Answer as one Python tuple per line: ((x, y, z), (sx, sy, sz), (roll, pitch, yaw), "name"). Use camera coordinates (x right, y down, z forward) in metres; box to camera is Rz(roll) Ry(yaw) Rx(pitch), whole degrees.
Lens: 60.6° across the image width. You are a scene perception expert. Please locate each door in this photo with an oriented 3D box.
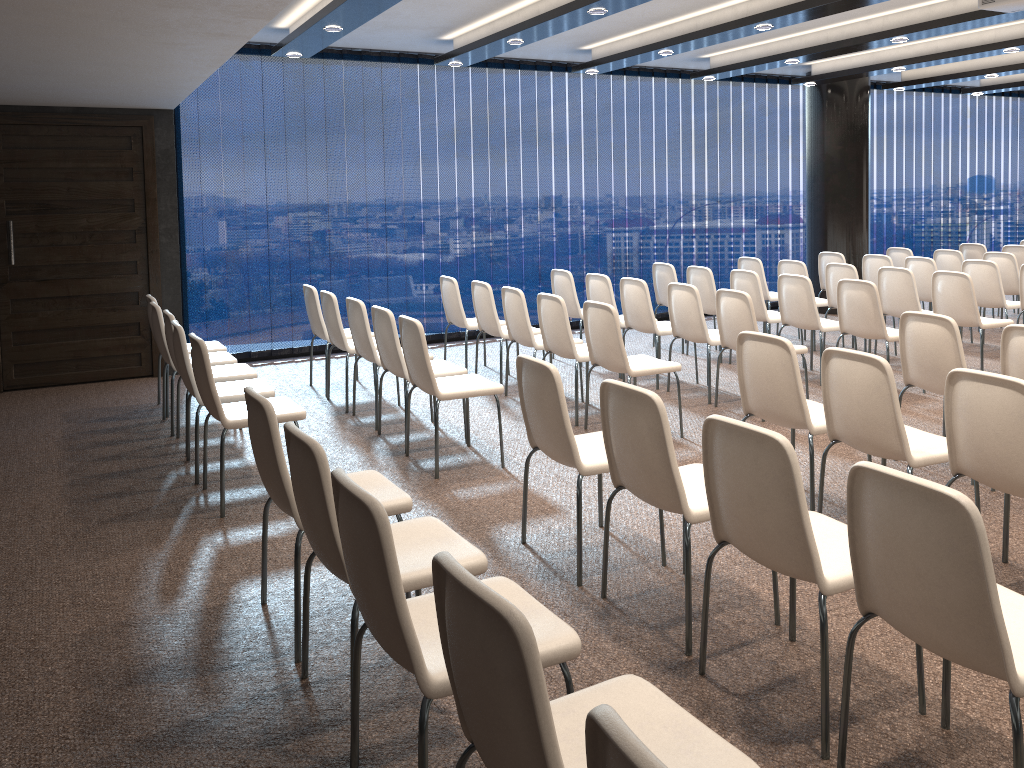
((-3.887, -1.189, 7.782), (1.406, 2.379, 0.271), (-4, 4, -27), "door")

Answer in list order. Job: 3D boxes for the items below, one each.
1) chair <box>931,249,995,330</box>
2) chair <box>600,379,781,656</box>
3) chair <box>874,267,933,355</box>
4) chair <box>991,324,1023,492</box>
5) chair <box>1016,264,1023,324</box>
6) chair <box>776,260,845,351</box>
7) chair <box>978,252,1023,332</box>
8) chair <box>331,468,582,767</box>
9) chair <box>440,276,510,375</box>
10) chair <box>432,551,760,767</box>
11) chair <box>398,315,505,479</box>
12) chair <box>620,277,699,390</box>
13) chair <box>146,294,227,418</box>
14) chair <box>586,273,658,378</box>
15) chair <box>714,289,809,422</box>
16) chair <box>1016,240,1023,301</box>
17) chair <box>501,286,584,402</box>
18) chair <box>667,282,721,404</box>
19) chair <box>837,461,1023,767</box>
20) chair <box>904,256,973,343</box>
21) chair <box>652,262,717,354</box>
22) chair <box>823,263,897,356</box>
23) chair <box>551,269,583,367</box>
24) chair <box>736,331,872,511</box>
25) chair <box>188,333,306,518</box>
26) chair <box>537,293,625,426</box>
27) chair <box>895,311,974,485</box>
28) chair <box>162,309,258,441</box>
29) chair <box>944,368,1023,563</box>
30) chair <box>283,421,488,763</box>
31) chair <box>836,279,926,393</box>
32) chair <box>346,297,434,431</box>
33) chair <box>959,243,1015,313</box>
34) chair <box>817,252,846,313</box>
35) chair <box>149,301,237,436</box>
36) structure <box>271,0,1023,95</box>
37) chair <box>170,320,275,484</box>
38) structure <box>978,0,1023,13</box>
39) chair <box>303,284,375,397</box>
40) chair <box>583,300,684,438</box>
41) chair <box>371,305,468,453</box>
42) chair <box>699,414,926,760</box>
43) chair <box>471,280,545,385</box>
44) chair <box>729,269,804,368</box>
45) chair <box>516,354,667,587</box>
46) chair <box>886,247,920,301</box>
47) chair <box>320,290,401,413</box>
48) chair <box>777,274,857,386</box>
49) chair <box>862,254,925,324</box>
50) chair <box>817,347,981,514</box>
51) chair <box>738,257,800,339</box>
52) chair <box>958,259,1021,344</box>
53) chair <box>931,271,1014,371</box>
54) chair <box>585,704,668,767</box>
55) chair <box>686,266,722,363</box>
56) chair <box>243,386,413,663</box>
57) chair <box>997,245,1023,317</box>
((5.186, -1.117, 10.118), (0.560, 0.890, 0.536), (-4, 6, -27), "chair")
((0.640, 0.410, 3.277), (0.560, 0.890, 0.536), (-4, 6, -28), "chair")
((3.624, -0.626, 7.925), (0.560, 0.890, 0.536), (-4, 6, -28), "chair")
((2.773, 0.133, 4.385), (0.560, 0.890, 0.536), (-4, 6, -26), "chair")
((4.958, -0.669, 7.999), (0.560, 0.890, 0.536), (-4, 6, -27), "chair")
((3.050, -0.842, 9.015), (0.560, 0.890, 0.536), (-4, 6, -28), "chair")
((5.451, -1.005, 9.554), (0.560, 0.890, 0.536), (-4, 6, -28), "chair")
((-0.153, 0.642, 2.244), (0.560, 0.890, 0.536), (-4, 6, -27), "chair")
((-0.346, -0.547, 7.949), (0.560, 0.890, 0.537), (-4, 6, -26), "chair")
((0.155, 0.749, 1.705), (0.560, 0.890, 0.536), (-4, 6, -28), "chair")
((-0.370, 0.021, 5.236), (0.560, 0.890, 0.537), (-4, 6, -25), "chair")
((1.225, -0.467, 7.411), (0.560, 0.890, 0.536), (-4, 6, -27), "chair")
((-2.524, -0.263, 6.813), (0.560, 0.890, 0.536), (-4, 6, -28), "chair")
((0.976, -0.566, 7.907), (0.560, 0.890, 0.536), (-4, 6, -28), "chair")
((1.787, -0.253, 6.331), (0.560, 0.890, 0.537), (-4, 6, -25), "chair")
((7.118, -1.495, 11.729), (0.560, 0.890, 0.536), (-4, 6, -27), "chair")
((0.227, -0.328, 6.847), (0.560, 0.890, 0.537), (-4, 6, -25), "chair")
((1.532, -0.362, 6.875), (0.560, 0.890, 0.536), (-4, 6, -27), "chair")
((1.163, 0.624, 2.200), (0.560, 0.890, 0.537), (-4, 6, -25), "chair")
((4.392, -0.885, 9.087), (0.560, 0.890, 0.537), (-4, 6, -25), "chair")
((1.757, -0.813, 9.008), (0.560, 0.890, 0.537), (-4, 6, -25), "chair")
((3.351, -0.737, 8.485), (0.560, 0.890, 0.536), (-4, 6, -27), "chair")
((0.686, -0.674, 8.451), (0.560, 0.890, 0.536), (-4, 6, -28), "chair")
((1.430, 0.167, 4.357), (0.560, 0.890, 0.536), (-4, 6, -28), "chair")
((-1.415, 0.157, 4.692), (0.560, 0.890, 0.536), (-4, 6, -28), "chair")
((0.491, -0.224, 6.323), (0.560, 0.890, 0.536), (-4, 6, -27), "chair")
((2.506, 0.023, 4.937), (0.560, 0.890, 0.537), (-4, 6, -24), "chair")
((-1.984, -0.058, 5.777), (0.560, 0.890, 0.536), (-4, 6, -26), "chair")
((1.969, 0.371, 3.325), (0.560, 0.890, 0.537), (-4, 6, -25), "chair")
((-0.401, 0.544, 2.740), (0.560, 0.890, 0.536), (-4, 6, -28), "chair")
((2.869, -0.392, 6.882), (0.560, 0.890, 0.536), (-4, 6, -28), "chair")
((-0.887, -0.194, 6.318), (0.560, 0.890, 0.536), (-4, 6, -27), "chair")
((6.045, -1.365, 11.214), (0.560, 0.890, 0.536), (-4, 6, -26), "chair")
((3.855, -1.090, 10.123), (0.560, 0.890, 0.536), (-4, 6, -28), "chair")
((-2.279, -0.158, 6.287), (0.560, 0.890, 0.536), (-4, 6, -27), "chair")
((5.479, -3.150, 7.413), (13.213, 0.227, 8.177), (-7, 13, -27), "structure")
((-1.719, 0.051, 5.230), (0.560, 0.890, 0.537), (-4, 6, -25), "chair")
((3.562, -2.803, 6.140), (0.410, 0.310, 0.388), (-6, 10, -27), "structure")
((-1.456, -0.409, 7.401), (0.560, 0.890, 0.536), (-4, 6, -27), "chair")
((0.780, -0.117, 5.783), (0.560, 0.890, 0.536), (-4, 6, -27), "chair")
((-0.615, -0.083, 5.759), (0.560, 0.890, 0.536), (-4, 6, -27), "chair")
((0.903, 0.522, 2.715), (0.560, 0.890, 0.536), (-4, 6, -28), "chair")
((-0.036, -0.440, 7.407), (0.560, 0.890, 0.537), (-4, 6, -26), "chair")
((2.299, -0.607, 7.968), (0.560, 0.890, 0.537), (-4, 6, -26), "chair")
((0.327, 0.302, 3.824), (0.560, 0.890, 0.537), (-4, 6, -25), "chair")
((4.875, -1.224, 10.661), (0.560, 0.890, 0.537), (-4, 6, -26), "chair")
((-1.190, -0.299, 6.850), (0.560, 0.890, 0.536), (-4, 6, -27), "chair")
((2.565, -0.497, 7.417), (0.560, 0.890, 0.536), (-4, 6, -26), "chair")
((4.146, -0.982, 9.578), (0.560, 0.890, 0.536), (-4, 6, -28), "chair")
((1.674, 0.271, 3.836), (0.560, 0.890, 0.537), (-4, 6, -25), "chair")
((2.782, -0.952, 9.569), (0.560, 0.890, 0.537), (-4, 6, -25), "chair")
((4.703, -0.778, 8.544), (0.560, 0.890, 0.536), (-4, 6, -28), "chair")
((3.869, -0.521, 7.402), (0.560, 0.890, 0.537), (-4, 6, -25), "chair")
((0.409, 0.856, 1.165), (0.560, 0.890, 0.537), (-4, 6, -25), "chair")
((2.004, -0.707, 8.479), (0.560, 0.890, 0.536), (-4, 6, -26), "chair")
((-0.692, 0.436, 3.284), (0.560, 0.890, 0.536), (-4, 6, -28), "chair")
((6.293, -1.259, 10.684), (0.560, 0.890, 0.536), (-4, 6, -28), "chair")
